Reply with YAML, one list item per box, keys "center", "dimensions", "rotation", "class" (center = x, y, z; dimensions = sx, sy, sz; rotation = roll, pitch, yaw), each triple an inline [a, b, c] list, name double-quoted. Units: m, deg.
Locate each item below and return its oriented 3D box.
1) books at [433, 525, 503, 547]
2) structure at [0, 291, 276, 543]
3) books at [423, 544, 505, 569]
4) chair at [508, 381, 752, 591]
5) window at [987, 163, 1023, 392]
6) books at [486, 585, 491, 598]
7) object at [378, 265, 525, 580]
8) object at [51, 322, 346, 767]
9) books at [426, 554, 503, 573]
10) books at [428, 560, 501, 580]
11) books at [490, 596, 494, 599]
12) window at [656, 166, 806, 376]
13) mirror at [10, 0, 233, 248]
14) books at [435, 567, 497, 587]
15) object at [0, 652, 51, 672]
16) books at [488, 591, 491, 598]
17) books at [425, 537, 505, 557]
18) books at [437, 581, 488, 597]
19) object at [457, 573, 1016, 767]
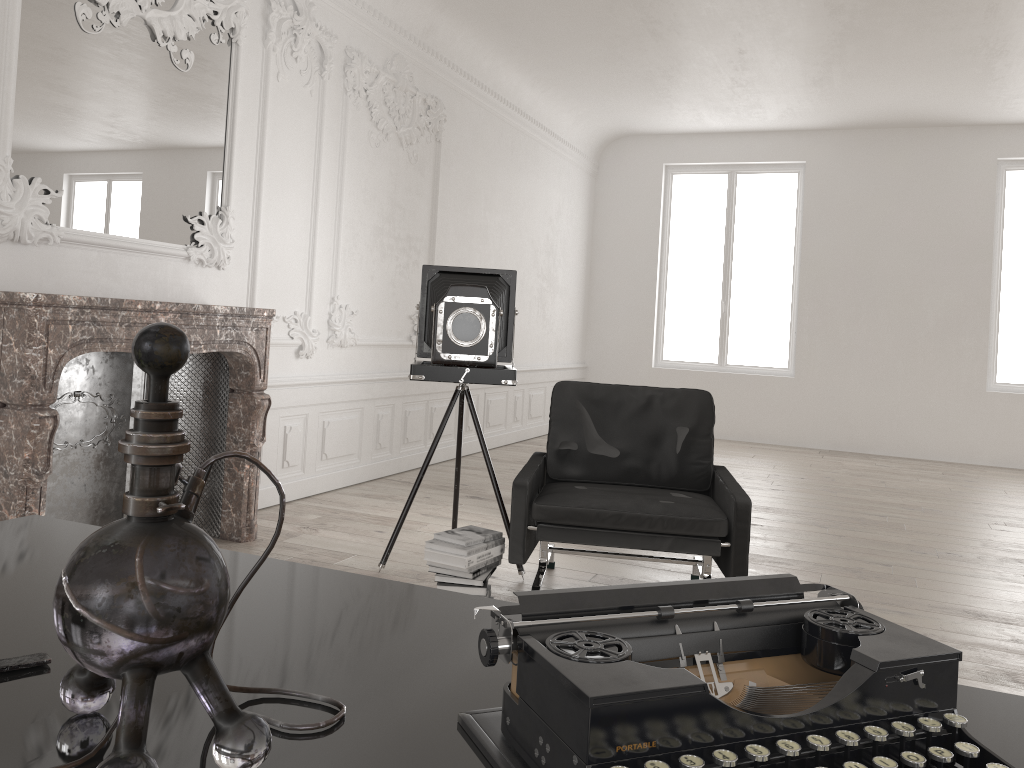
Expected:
- center: [-0.180, 0.624, 3.639]
  dimensions: [0.172, 0.022, 0.242]
  rotation: [6, 4, 36]
  class: "books"
- center: [-1.874, 0.221, 4.210]
  dimensions: [0.660, 1.248, 1.543]
  rotation: [3, 2, 22]
  class: "structure"
- center: [-0.191, 0.683, 3.605]
  dimensions: [0.199, 0.041, 0.310]
  rotation: [5, 4, 28]
  class: "books"
- center: [0.536, 0.503, 4.092]
  dimensions: [0.974, 0.963, 1.087]
  rotation: [3, 2, 7]
  class: "chair"
- center: [6.249, -1.159, 9.692]
  dimensions: [1.728, 2.582, 0.070]
  rotation: [3, -1, 22]
  class: "window"
- center: [-0.201, 0.867, 3.615]
  dimensions: [0.205, 0.026, 0.290]
  rotation: [4, 4, 4]
  class: "books"
- center: [-0.261, 0.150, 4.544]
  dimensions: [0.711, 1.523, 0.655]
  rotation: [3, 0, -3]
  class: "object"
- center: [-0.253, 0.110, 0.665]
  dimensions: [0.204, 0.312, 0.221]
  rotation: [3, 1, 20]
  class: "object"
- center: [-0.192, 0.716, 3.620]
  dimensions: [0.199, 0.025, 0.280]
  rotation: [5, 4, 28]
  class: "books"
- center: [-0.190, 0.741, 3.621]
  dimensions: [0.199, 0.025, 0.274]
  rotation: [5, 4, 23]
  class: "books"
- center: [-0.203, 0.911, 3.616]
  dimensions: [0.199, 0.025, 0.280]
  rotation: [4, 4, 12]
  class: "books"
- center: [2.725, -1.453, 11.126]
  dimensions: [1.728, 2.582, 0.070]
  rotation: [3, -1, 22]
  class: "window"
- center: [-1.890, -1.450, 4.434]
  dimensions: [0.009, 1.572, 1.433]
  rotation: [3, 1, 22]
  class: "mirror"
- center: [-0.185, 0.769, 3.617]
  dimensions: [0.199, 0.025, 0.277]
  rotation: [4, 4, 10]
  class: "books"
- center: [-0.503, -0.077, 0.685]
  dimensions: [0.293, 0.651, 0.319]
  rotation: [3, 0, -25]
  class: "object"
- center: [-0.194, 0.886, 3.637]
  dimensions: [0.172, 0.022, 0.243]
  rotation: [4, 4, 10]
  class: "books"
- center: [-0.190, 0.649, 3.616]
  dimensions: [0.206, 0.026, 0.289]
  rotation: [5, 4, 30]
  class: "books"
- center: [-0.198, 0.800, 3.608]
  dimensions: [0.199, 0.035, 0.300]
  rotation: [3, 3, -1]
  class: "books"
- center: [0.179, 0.237, 0.644]
  dimensions: [0.383, 0.110, 0.318]
  rotation: [2, 3, -23]
  class: "object"
